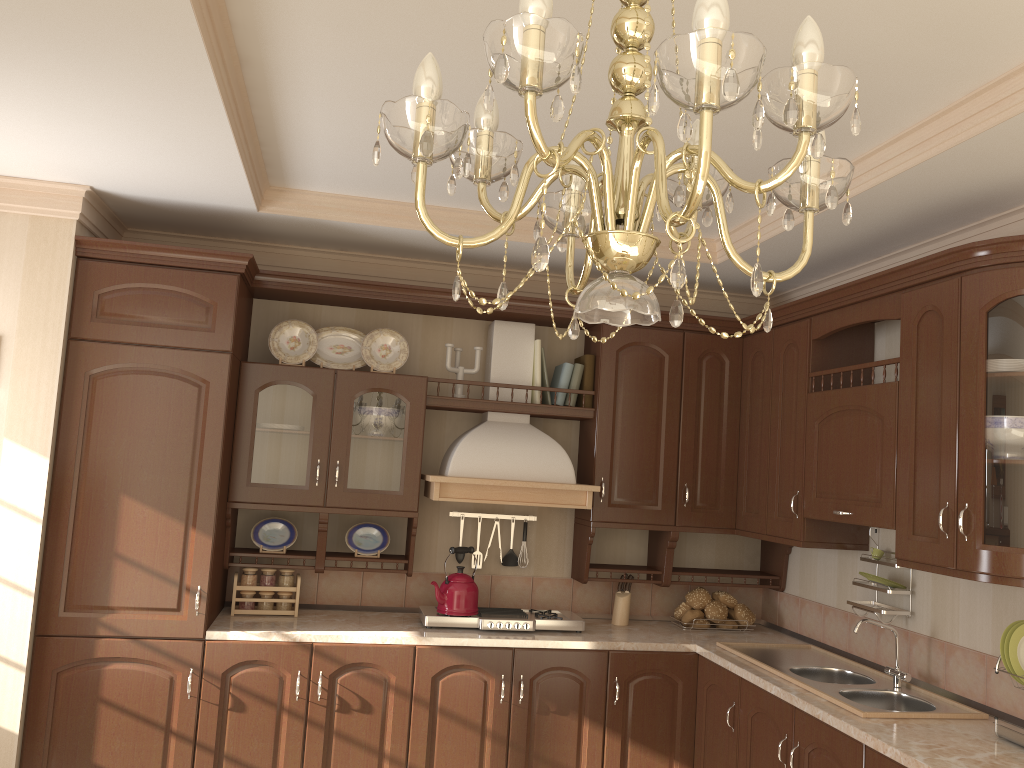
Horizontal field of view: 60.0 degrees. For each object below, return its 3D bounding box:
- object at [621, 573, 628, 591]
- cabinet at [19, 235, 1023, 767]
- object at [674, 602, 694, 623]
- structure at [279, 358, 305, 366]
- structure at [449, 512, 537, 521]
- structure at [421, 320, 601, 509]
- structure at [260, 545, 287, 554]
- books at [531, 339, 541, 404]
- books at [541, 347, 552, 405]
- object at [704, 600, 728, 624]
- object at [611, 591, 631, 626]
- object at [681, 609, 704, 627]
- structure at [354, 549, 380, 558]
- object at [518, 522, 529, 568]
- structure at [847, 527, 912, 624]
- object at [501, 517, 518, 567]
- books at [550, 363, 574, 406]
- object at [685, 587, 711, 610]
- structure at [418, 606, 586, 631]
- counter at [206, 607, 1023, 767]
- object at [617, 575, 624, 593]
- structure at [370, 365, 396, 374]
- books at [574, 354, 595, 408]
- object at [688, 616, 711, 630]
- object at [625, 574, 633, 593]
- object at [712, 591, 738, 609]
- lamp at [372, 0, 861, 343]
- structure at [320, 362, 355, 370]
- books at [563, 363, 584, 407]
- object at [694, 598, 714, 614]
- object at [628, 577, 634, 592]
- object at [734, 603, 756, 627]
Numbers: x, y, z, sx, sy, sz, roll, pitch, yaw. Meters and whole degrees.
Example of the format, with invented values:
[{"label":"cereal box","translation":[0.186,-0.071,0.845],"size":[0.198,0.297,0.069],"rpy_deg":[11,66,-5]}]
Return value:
[{"label":"object","translation":[0.528,1.003,4.244],"size":[0.027,0.191,0.052],"rpy_deg":[0,-7,35]},{"label":"cabinet","translation":[-0.060,0.666,3.041],"size":[3.226,2.313,2.436],"rpy_deg":[5,-5,-11]},{"label":"object","translation":[0.828,1.094,4.258],"size":[0.123,0.109,0.092],"rpy_deg":[9,-7,-43]},{"label":"structure","translation":[-0.974,-0.138,3.948],"size":[0.110,0.126,0.080],"rpy_deg":[5,-5,-11]},{"label":"structure","translation":[-0.089,0.632,4.238],"size":[0.422,0.020,0.008],"rpy_deg":[5,-5,-11]},{"label":"structure","translation":[-0.002,0.122,4.085],"size":[0.753,0.845,0.455],"rpy_deg":[5,-5,-11]},{"label":"structure","translation":[-1.052,0.682,3.926],"size":[0.110,0.126,0.080],"rpy_deg":[5,-5,-11]},{"label":"books","translation":[0.108,-0.049,4.234],"size":[0.042,0.305,0.194],"rpy_deg":[5,-5,-11]},{"label":"books","translation":[0.143,-0.028,4.246],"size":[0.068,0.271,0.194],"rpy_deg":[5,-5,-11]},{"label":"object","translation":[0.964,1.076,4.193],"size":[0.110,0.102,0.115],"rpy_deg":[2,-6,18]},{"label":"object","translation":[0.527,1.062,4.214],"size":[0.078,0.148,0.151],"rpy_deg":[1,-6,26]},{"label":"object","translation":[0.854,1.107,4.190],"size":[0.104,0.092,0.114],"rpy_deg":[0,-7,36]},{"label":"structure","translation":[-0.650,0.715,4.001],"size":[0.110,0.126,0.080],"rpy_deg":[5,-5,-11]},{"label":"object","translation":[0.058,0.772,4.248],"size":[0.049,0.219,0.049],"rpy_deg":[7,-6,-33]},{"label":"structure","translation":[1.433,0.740,3.462],"size":[0.131,0.361,0.256],"rpy_deg":[5,-5,-11]},{"label":"object","translation":[-0.003,0.757,4.250],"size":[0.088,0.236,0.028],"rpy_deg":[5,-5,-11]},{"label":"books","translation":[0.228,0.009,4.254],"size":[0.086,0.209,0.205],"rpy_deg":[5,-5,-11]},{"label":"object","translation":[0.889,1.023,4.230],"size":[0.118,0.105,0.100],"rpy_deg":[5,-6,-16]},{"label":"structure","translation":[-0.043,1.034,3.914],"size":[0.710,0.054,0.325],"rpy_deg":[5,-5,-11]},{"label":"counter","translation":[0.216,1.025,3.055],"size":[2.603,0.034,2.422],"rpy_deg":[5,-5,-11]},{"label":"object","translation":[0.509,1.010,4.220],"size":[0.053,0.198,0.027],"rpy_deg":[6,-6,-27]},{"label":"structure","translation":[-0.583,-0.105,4.024],"size":[0.110,0.126,0.080],"rpy_deg":[5,-5,-11]},{"label":"books","translation":[0.345,-0.004,4.272],"size":[0.052,0.254,0.205],"rpy_deg":[5,-5,-11]},{"label":"object","translation":[0.888,1.131,4.217],"size":[0.119,0.058,0.114],"rpy_deg":[-1,-7,44]},{"label":"object","translation":[0.546,1.006,4.216],"size":[0.053,0.198,0.027],"rpy_deg":[6,-6,-27]},{"label":"object","translation":[1.023,1.038,4.273],"size":[0.112,0.078,0.125],"rpy_deg":[5,-6,-16]},{"label":"lamp","translation":[0.150,-0.555,1.052],"size":[0.501,0.982,0.502],"rpy_deg":[8,-7,-41]},{"label":"structure","translation":[-0.790,-0.117,4.040],"size":[0.154,0.126,0.080],"rpy_deg":[5,-5,-11]},{"label":"books","translation":[0.280,0.013,4.255],"size":[0.080,0.209,0.205],"rpy_deg":[5,-5,-11]},{"label":"object","translation":[0.933,1.074,4.290],"size":[0.110,0.092,0.113],"rpy_deg":[-1,-7,41]},{"label":"object","translation":[0.560,1.001,4.252],"size":[0.050,0.159,0.022],"rpy_deg":[8,-7,-41]},{"label":"object","translation":[1.105,1.100,4.218],"size":[0.097,0.106,0.117],"rpy_deg":[0,-7,34]}]
